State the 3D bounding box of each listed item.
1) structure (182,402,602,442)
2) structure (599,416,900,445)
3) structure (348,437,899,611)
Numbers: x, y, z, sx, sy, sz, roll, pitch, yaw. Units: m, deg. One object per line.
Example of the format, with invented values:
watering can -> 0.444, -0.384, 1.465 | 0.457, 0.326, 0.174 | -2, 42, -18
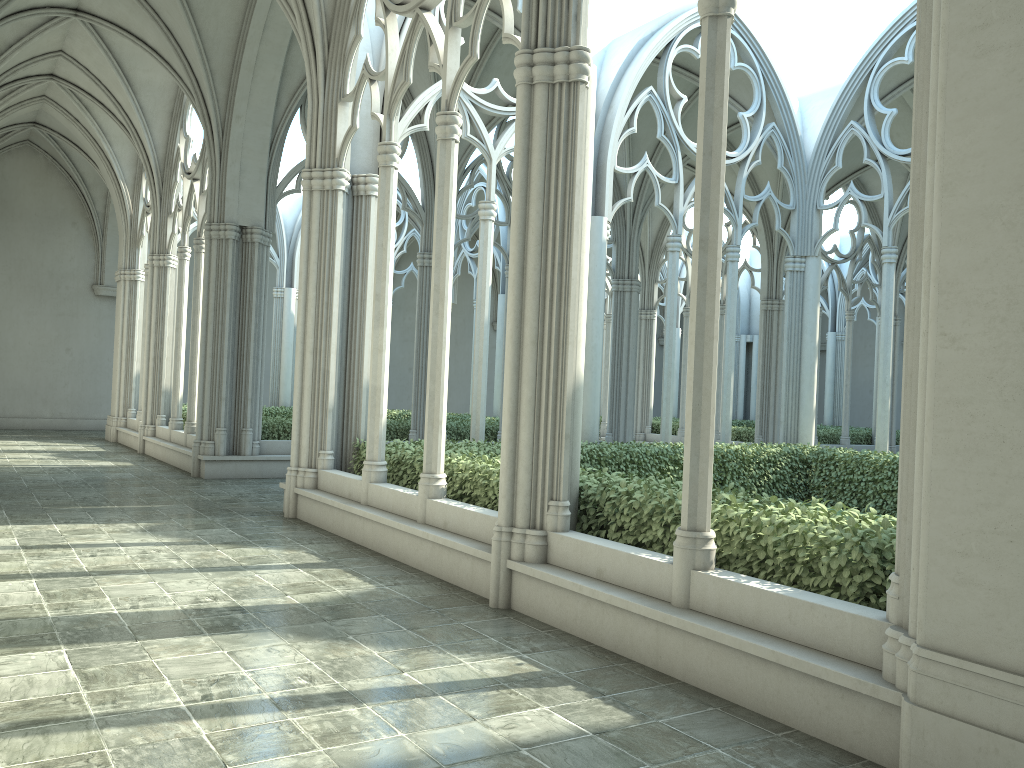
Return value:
structure -> -3.535, 1.097, 20.262 | 8.018, 0.963, 7.995 | 3, -1, -33
structure -> 7.440, 1.647, 27.329 | 8.018, 0.963, 7.995 | 3, -1, -33
structure -> 3.532, 1.295, 9.261 | 8.018, 0.963, 7.995 | 3, -1, -33
